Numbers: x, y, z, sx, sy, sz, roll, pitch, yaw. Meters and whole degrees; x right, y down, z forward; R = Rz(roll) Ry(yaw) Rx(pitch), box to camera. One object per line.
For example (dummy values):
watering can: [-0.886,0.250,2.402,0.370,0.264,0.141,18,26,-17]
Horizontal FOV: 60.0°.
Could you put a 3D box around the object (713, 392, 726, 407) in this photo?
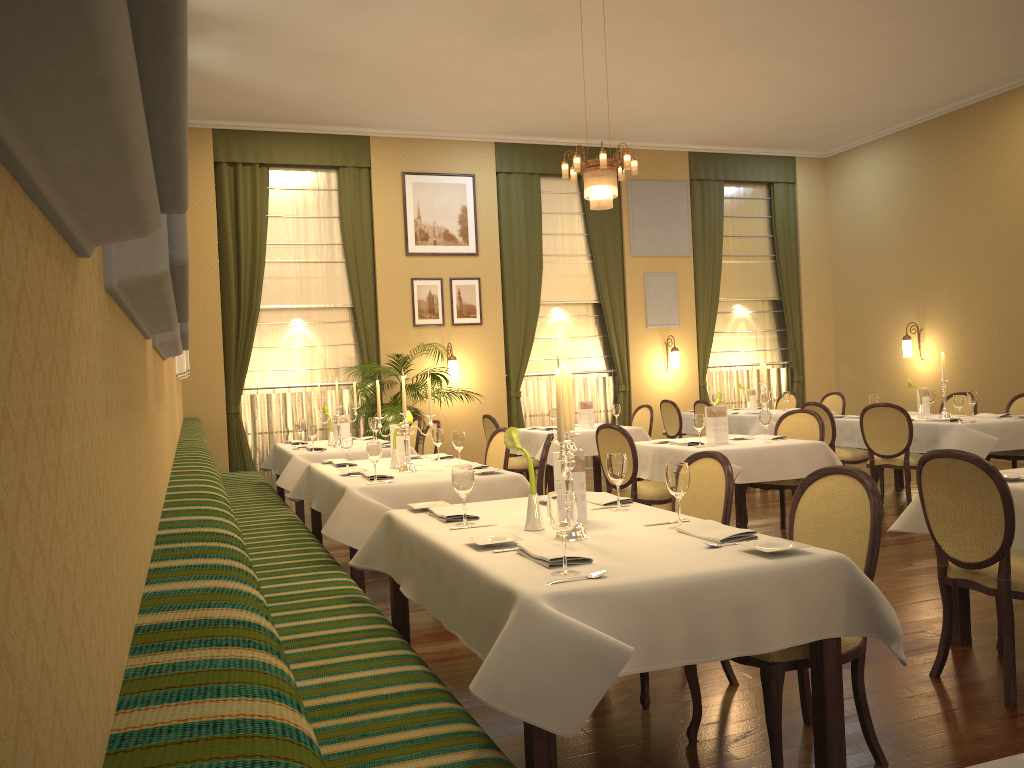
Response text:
object: [1.526,0.247,6.606,0.163,0.375,0.076,-3,1,-43]

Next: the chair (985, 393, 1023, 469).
chair: [4.565,0.560,7.895,0.571,0.955,0.530,-3,1,-40]

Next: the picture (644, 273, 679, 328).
picture: [2.110,-1.178,12.474,0.512,0.769,0.027,-3,0,-20]

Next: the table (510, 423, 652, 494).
table: [0.682,0.830,9.191,1.389,0.759,1.395,-3,0,-18]

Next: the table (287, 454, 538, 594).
table: [-0.666,0.921,5.832,1.385,0.759,2.152,-3,0,-20]

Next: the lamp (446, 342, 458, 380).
lamp: [-0.802,-0.271,11.248,0.114,0.513,0.323,-3,1,-31]

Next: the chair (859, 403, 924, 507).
chair: [3.293,0.623,7.602,0.571,0.955,0.530,-3,1,-45]

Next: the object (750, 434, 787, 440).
object: [1.944,0.404,6.726,0.142,0.024,0.273,-3,0,-20]

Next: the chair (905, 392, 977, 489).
chair: [4.229,0.569,8.688,0.571,0.955,0.530,-3,0,-20]

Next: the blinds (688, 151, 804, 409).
blinds: [3.468,-1.225,13.032,1.876,4.537,0.129,-3,0,-20]

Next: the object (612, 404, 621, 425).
object: [1.057,0.323,8.964,0.088,0.229,0.088,-2,1,28]

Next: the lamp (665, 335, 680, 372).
lamp: [2.197,-0.422,12.340,0.114,0.513,0.323,-3,1,-31]

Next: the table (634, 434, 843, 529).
table: [1.604,0.807,6.656,1.389,0.759,1.395,-3,0,-18]

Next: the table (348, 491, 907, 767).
table: [0.258,0.898,3.290,1.385,0.759,2.152,-3,0,-20]

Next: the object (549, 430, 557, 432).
object: [0.457,0.463,8.794,0.185,0.010,0.017,-3,0,-19]

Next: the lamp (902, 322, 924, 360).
lamp: [5.339,-0.568,11.836,0.323,0.513,0.114,-3,1,-31]

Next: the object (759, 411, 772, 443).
object: [1.826,0.308,6.385,0.088,0.229,0.088,-3,1,22]

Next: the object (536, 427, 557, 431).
object: [0.361,0.456,9.067,0.142,0.033,0.273,-3,0,-20]

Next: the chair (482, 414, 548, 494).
chair: [0.015,0.768,8.955,0.571,0.955,0.530,-3,0,-20]

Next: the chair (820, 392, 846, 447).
chair: [3.604,0.585,10.409,0.571,0.955,0.530,-3,0,-20]

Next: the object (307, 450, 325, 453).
object: [-1.671,0.573,7.488,0.181,0.015,0.038,-3,0,-19]

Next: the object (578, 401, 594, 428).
object: [0.768,0.314,9.041,0.166,0.277,0.081,-3,0,-14]

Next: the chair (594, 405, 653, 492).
chair: [1.199,0.709,9.332,0.571,0.955,0.530,-3,0,-20]

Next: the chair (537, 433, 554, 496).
chair: [-0.002,0.797,5.545,0.571,0.955,0.530,-3,0,5]

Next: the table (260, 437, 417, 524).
table: [-1.588,0.945,8.369,1.385,0.759,2.152,-3,0,-20]

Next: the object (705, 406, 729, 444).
object: [1.485,0.301,6.475,0.166,0.277,0.081,-2,1,26]

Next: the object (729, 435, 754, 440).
object: [1.731,0.413,6.761,0.160,0.024,0.160,-3,0,-20]

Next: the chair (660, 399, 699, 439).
chair: [2.133,0.652,10.824,0.571,0.955,0.530,-3,0,-20]

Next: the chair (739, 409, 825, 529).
chair: [2.111,0.685,6.825,0.571,0.955,0.530,-3,1,-40]

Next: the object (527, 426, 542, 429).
object: [0.241,0.463,9.309,0.160,0.024,0.160,-3,0,-20]

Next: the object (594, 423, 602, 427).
object: [0.924,0.432,9.298,0.142,0.024,0.273,-3,0,-20]

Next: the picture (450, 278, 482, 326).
picture: [-0.594,-1.069,11.495,0.412,0.619,0.022,-3,0,-20]

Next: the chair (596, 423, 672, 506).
chair: [0.931,0.745,6.427,0.571,0.955,0.530,-3,1,-30]

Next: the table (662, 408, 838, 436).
table: [2.936,0.710,10.725,1.385,0.759,2.152,-3,0,-20]

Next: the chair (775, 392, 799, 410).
chair: [3.316,0.592,11.200,0.571,0.955,0.530,-3,0,-20]

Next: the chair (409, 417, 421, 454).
chair: [-1.177,0.826,8.855,0.571,0.955,0.530,-3,0,-20]

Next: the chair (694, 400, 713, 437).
chair: [2.397,0.645,10.098,0.571,0.955,0.530,-3,0,-20]

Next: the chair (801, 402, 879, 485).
chair: [3.046,0.629,8.312,0.571,0.955,0.530,-3,0,-20]

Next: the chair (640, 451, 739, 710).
chair: [0.641,0.780,3.761,0.571,0.955,0.530,-3,0,-20]

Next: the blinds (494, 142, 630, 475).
blinds: [0.729,-1.086,12.035,1.878,4.537,0.129,-3,0,-20]

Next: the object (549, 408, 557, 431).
object: [0.416,0.355,8.869,0.088,0.229,0.088,-2,1,28]

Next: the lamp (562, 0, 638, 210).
lamp: [0.709,-2.374,7.432,0.593,1.796,0.593,-3,1,-22]

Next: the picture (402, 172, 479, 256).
picture: [-0.914,-2.178,11.385,0.966,1.057,0.027,-3,0,-20]

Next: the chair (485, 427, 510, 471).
chair: [-0.285,0.804,6.308,0.571,0.955,0.530,-3,0,-20]

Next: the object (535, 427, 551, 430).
object: [0.319,0.464,9.229,0.181,0.015,0.038,-3,0,-19]

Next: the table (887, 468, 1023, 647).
table: [2.643,0.780,3.798,1.389,0.759,1.395,-3,0,-18]

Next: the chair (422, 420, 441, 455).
chair: [-0.920,0.820,8.052,0.571,0.955,0.530,-3,0,-20]

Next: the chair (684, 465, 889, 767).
chair: [0.925,0.773,2.974,0.571,0.955,0.530,-3,0,-20]

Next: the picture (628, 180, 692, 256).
picture: [2.088,-2.330,12.476,0.966,1.057,0.027,-3,0,-20]

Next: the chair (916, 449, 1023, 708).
chair: [1.976,0.718,3.562,0.571,0.955,0.530,-3,0,-20]

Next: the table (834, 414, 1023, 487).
table: [3.850,0.687,8.212,1.385,0.759,2.152,-3,0,-20]

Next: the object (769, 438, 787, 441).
object: [1.947,0.410,6.525,0.185,0.010,0.017,-3,0,-20]

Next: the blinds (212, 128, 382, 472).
blinds: [-2.568,-0.919,10.846,1.934,4.537,0.225,-3,0,-21]

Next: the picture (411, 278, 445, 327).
picture: [-1.072,-1.045,11.321,0.412,0.619,0.022,-3,0,-20]
